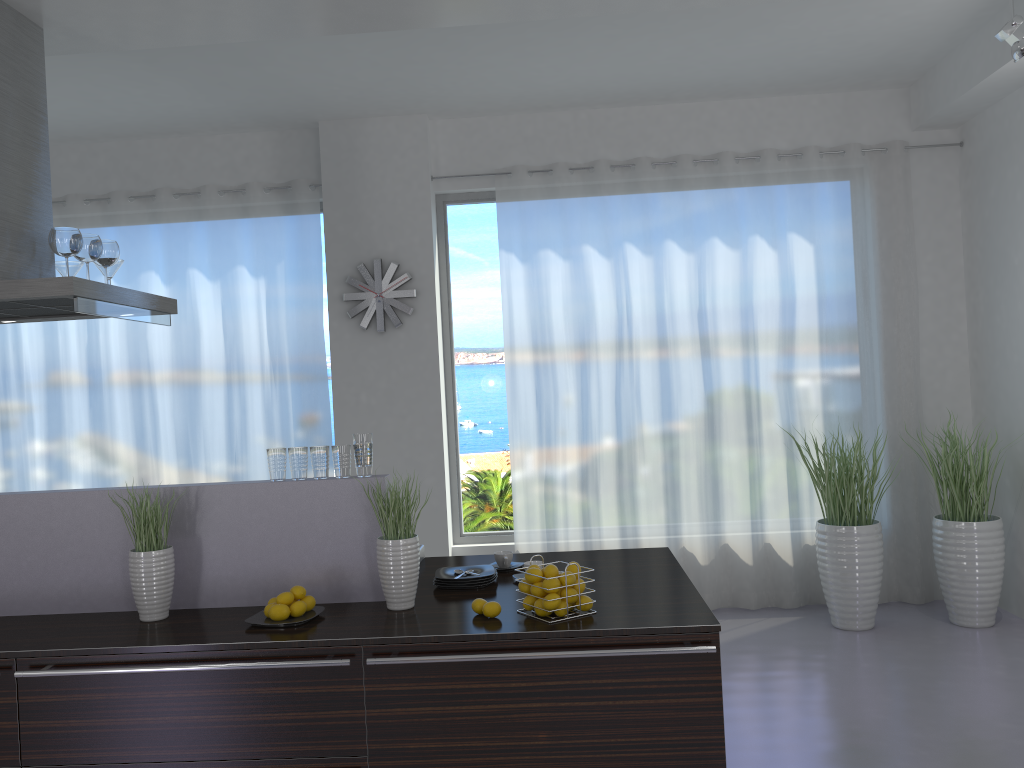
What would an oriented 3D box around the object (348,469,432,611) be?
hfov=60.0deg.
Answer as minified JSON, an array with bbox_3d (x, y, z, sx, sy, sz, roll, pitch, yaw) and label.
[{"bbox_3d":[-0.388,0.526,3.068,0.269,0.502,0.247,-3,0,-44],"label":"object"}]

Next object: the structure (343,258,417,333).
[{"bbox_3d":[-0.905,-0.605,6.057,0.505,0.505,0.076,-3,0,3],"label":"structure"}]

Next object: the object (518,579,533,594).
[{"bbox_3d":[0.051,0.670,2.930,0.053,0.051,0.063,-3,0,-28],"label":"object"}]

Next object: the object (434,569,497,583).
[{"bbox_3d":[-0.179,0.740,3.414,0.232,0.020,0.232,-3,0,6],"label":"object"}]

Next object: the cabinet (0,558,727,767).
[{"bbox_3d":[-0.959,1.237,3.388,3.285,0.852,1.377,-3,0,3],"label":"cabinet"}]

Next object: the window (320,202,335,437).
[{"bbox_3d":[-2.724,0.013,6.489,3.000,2.500,0.100,-3,0,3],"label":"window"}]

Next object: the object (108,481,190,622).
[{"bbox_3d":[-1.276,0.572,3.089,0.269,0.502,0.247,-3,0,3],"label":"object"}]

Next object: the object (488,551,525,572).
[{"bbox_3d":[-0.034,0.729,3.656,0.153,0.069,0.153,-3,0,36],"label":"object"}]

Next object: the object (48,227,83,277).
[{"bbox_3d":[-1.774,-0.507,3.532,0.125,0.221,0.125,-3,0,28],"label":"object"}]

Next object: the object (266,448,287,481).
[{"bbox_3d":[-0.865,0.297,3.268,0.072,0.119,0.071,-3,0,-37],"label":"object"}]

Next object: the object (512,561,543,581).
[{"bbox_3d":[0.086,0.722,3.411,0.153,0.069,0.153,-3,0,-24],"label":"object"}]

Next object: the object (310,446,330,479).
[{"bbox_3d":[-0.704,0.288,3.259,0.072,0.119,0.071,-3,0,43],"label":"object"}]

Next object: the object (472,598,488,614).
[{"bbox_3d":[-0.105,0.737,2.938,0.053,0.051,0.063,-3,0,-28],"label":"object"}]

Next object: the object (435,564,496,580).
[{"bbox_3d":[-0.349,0.675,3.502,0.646,0.147,0.269,-3,0,28],"label":"object"}]

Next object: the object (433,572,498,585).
[{"bbox_3d":[-0.178,0.750,3.414,0.232,0.020,0.232,-3,0,11],"label":"object"}]

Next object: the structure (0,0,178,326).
[{"bbox_3d":[-2.136,-0.863,3.806,0.981,1.231,0.915,-3,0,3],"label":"structure"}]

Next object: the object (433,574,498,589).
[{"bbox_3d":[-0.178,0.760,3.414,0.232,0.020,0.232,-3,0,11],"label":"object"}]

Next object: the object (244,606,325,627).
[{"bbox_3d":[-0.766,0.787,2.999,0.232,0.020,0.232,-3,0,11],"label":"object"}]

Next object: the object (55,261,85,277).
[{"bbox_3d":[-2.035,-0.468,4.073,0.137,0.174,0.137,-3,0,-32],"label":"object"}]

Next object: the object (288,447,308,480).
[{"bbox_3d":[-0.785,0.293,3.263,0.072,0.119,0.071,-3,0,43],"label":"object"}]

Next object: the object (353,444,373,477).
[{"bbox_3d":[-0.543,0.280,3.251,0.072,0.119,0.071,-3,0,43],"label":"object"}]

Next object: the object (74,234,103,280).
[{"bbox_3d":[-1.767,-0.507,3.690,0.125,0.221,0.125,-3,0,28],"label":"object"}]

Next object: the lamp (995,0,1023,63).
[{"bbox_3d":[2.348,-1.755,4.121,0.185,0.511,0.150,-3,0,3],"label":"lamp"}]

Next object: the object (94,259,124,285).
[{"bbox_3d":[-1.846,-0.478,4.063,0.137,0.174,0.137,-3,0,-32],"label":"object"}]

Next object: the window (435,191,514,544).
[{"bbox_3d":[1.016,-0.182,6.295,3.000,2.500,0.100,-3,0,3],"label":"window"}]

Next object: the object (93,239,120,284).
[{"bbox_3d":[-1.759,-0.507,3.837,0.125,0.221,0.125,-3,0,28],"label":"object"}]

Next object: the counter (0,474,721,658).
[{"bbox_3d":[-0.968,1.013,3.400,3.291,1.300,1.302,-3,0,3],"label":"counter"}]

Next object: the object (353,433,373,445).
[{"bbox_3d":[-0.545,0.241,3.251,0.072,0.119,0.071,-3,0,43],"label":"object"}]

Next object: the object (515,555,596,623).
[{"bbox_3d":[0.141,0.662,2.910,0.189,0.174,0.207,-3,0,-32],"label":"object"}]

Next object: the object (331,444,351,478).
[{"bbox_3d":[-0.624,0.284,3.255,0.072,0.119,0.071,-3,0,43],"label":"object"}]

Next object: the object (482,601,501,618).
[{"bbox_3d":[-0.066,0.735,2.887,0.063,0.051,0.053,-3,0,7],"label":"object"}]
